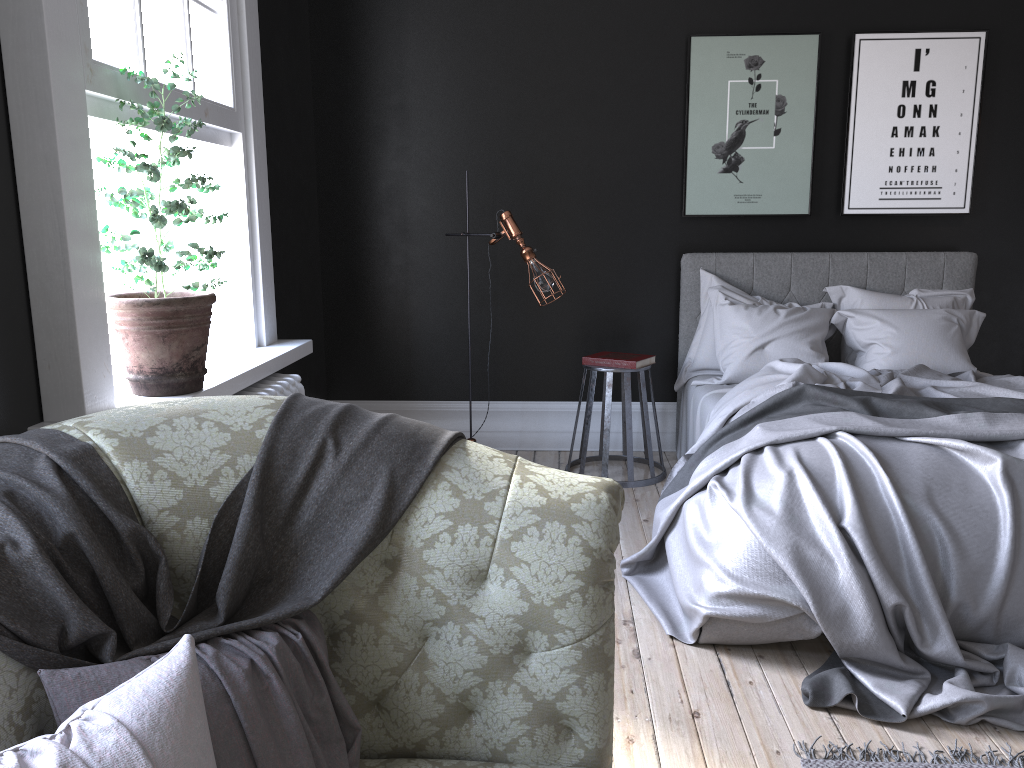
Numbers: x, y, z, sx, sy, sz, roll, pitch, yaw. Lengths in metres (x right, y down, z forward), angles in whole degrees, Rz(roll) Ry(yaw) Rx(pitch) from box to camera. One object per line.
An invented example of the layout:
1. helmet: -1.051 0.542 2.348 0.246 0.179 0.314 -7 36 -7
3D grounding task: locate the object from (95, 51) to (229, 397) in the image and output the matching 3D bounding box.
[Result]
1. object: -1.193 -0.530 3.035 0.504 1.138 0.473 10 15 42

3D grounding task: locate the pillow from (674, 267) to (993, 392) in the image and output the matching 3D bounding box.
1. pillow: 1.902 -0.291 5.205 1.830 0.763 0.677 0 11 3

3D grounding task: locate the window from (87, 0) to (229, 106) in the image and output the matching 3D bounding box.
1. window: -1.324 -1.534 3.276 0.056 1.021 1.258 0 11 3

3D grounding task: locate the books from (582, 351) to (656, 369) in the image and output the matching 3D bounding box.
1. books: 0.632 -0.141 5.227 0.345 0.045 0.275 6 12 32

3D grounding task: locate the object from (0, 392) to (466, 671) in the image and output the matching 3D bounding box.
1. object: -0.647 0.354 1.728 1.365 0.587 0.516 -8 14 -37

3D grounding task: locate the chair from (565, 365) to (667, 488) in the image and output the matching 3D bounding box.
1. chair: 0.623 0.211 5.299 0.612 0.675 0.612 -10 15 -42

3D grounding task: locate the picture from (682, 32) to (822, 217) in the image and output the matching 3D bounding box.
1. picture: 1.459 -1.573 5.420 0.791 1.082 0.014 0 11 3

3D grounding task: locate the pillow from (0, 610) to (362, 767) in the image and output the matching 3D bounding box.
1. pillow: -0.520 0.610 1.321 0.405 0.463 0.960 2 11 11

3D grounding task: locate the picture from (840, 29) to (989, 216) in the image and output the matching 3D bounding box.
1. picture: 2.427 -1.569 5.368 0.791 1.082 0.014 0 11 3

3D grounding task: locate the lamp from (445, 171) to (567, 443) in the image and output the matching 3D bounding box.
1. lamp: -0.430 -0.370 5.396 1.715 1.786 0.436 9 15 40

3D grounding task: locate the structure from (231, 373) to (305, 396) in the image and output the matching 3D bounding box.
1. structure: -1.099 0.453 3.674 0.276 0.852 1.137 0 11 3

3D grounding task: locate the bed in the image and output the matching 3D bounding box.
1. bed: 1.785 0.091 4.157 2.765 1.303 3.271 -2 11 -8

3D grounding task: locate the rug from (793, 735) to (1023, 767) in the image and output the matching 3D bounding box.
1. rug: 1.743 1.358 0.749 2.105 0.050 3.631 0 10 4

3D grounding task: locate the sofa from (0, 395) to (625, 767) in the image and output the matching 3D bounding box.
1. sofa: -0.595 0.810 0.838 1.606 1.165 2.802 0 11 4
